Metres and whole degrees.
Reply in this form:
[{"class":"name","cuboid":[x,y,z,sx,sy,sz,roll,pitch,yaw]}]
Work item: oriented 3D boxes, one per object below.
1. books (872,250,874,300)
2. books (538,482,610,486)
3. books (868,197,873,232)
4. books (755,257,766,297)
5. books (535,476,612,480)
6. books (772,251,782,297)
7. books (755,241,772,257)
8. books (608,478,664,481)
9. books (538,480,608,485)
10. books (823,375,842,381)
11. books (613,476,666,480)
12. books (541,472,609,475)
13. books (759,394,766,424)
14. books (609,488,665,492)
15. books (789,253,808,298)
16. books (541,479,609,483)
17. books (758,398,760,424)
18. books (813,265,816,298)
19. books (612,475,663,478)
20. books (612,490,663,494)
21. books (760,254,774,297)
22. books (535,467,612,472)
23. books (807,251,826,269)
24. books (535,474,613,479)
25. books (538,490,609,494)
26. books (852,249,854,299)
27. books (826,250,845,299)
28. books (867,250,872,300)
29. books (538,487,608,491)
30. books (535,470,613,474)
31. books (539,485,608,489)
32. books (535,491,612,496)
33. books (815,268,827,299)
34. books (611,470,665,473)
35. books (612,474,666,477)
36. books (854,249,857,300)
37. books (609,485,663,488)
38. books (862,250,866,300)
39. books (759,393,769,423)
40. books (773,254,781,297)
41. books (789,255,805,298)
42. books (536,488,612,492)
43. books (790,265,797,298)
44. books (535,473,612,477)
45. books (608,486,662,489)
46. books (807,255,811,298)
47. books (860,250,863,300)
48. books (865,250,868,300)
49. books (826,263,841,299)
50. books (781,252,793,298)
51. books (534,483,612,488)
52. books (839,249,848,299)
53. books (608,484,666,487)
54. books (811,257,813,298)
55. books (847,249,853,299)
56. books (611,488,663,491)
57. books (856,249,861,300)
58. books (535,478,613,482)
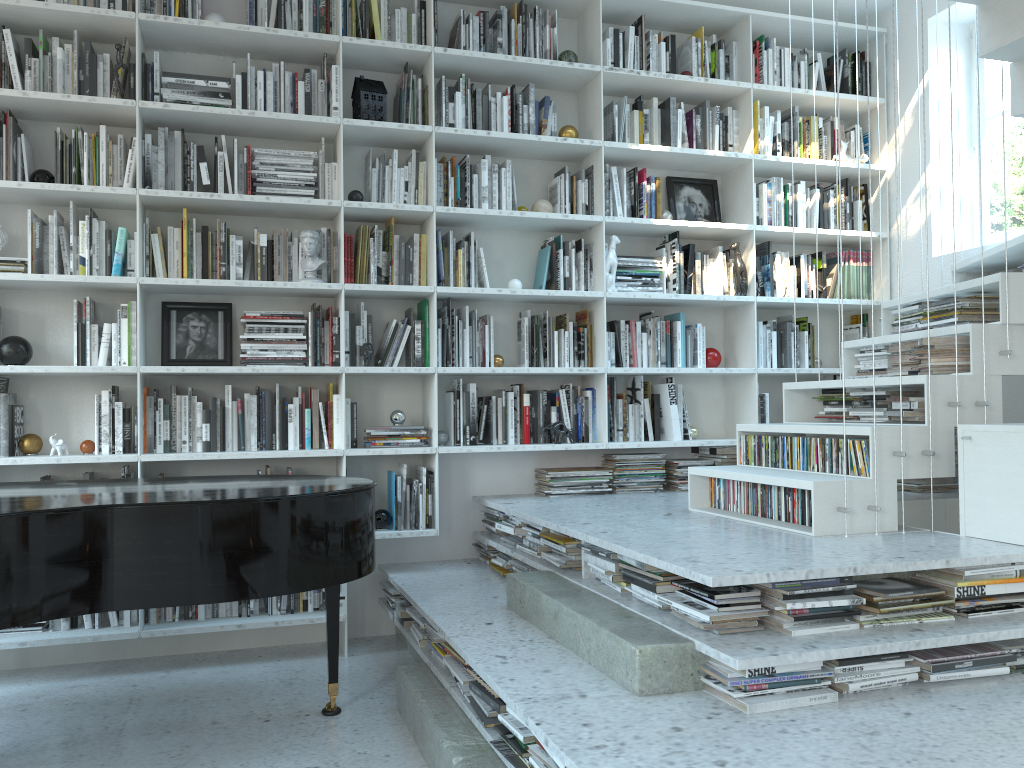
[{"class":"books","cuboid":[1.971,-0.592,4.996,0.018,0.293,0.169,0,-1,-18]},{"class":"books","cuboid":[0.307,0.496,4.449,0.308,0.008,0.195,0,-2,-23]},{"class":"books","cuboid":[1.969,-0.923,5.004,0.021,0.219,0.184,0,-1,-18]},{"class":"books","cuboid":[1.306,-0.561,4.807,0.066,0.236,0.144,0,-1,-18]},{"class":"books","cuboid":[0.307,0.467,4.458,0.345,0.007,0.193,0,-2,-16]},{"class":"books","cuboid":[1.410,-0.576,4.823,0.022,0.265,0.157,0,-1,-18]},{"class":"books","cuboid":[1.366,-0.604,4.818,0.012,0.322,0.141,0,-1,-18]},{"class":"books","cuboid":[0.626,0.486,4.554,0.254,0.007,0.161,0,-2,-22]},{"class":"books","cuboid":[0.303,0.489,4.462,0.308,0.008,0.195,0,-2,-18]},{"class":"books","cuboid":[1.762,0.119,4.838,0.010,0.336,0.185,0,-1,-18]},{"class":"books","cuboid":[0.626,0.479,4.553,0.285,0.007,0.159,0,-2,-22]},{"class":"books","cuboid":[0.307,0.444,4.458,0.308,0.008,0.195,0,-2,-16]},{"class":"books","cuboid":[1.281,0.171,4.674,0.014,0.233,0.183,0,-1,-18]},{"class":"books","cuboid":[0.622,0.541,4.561,0.285,0.007,0.159,0,-2,-18]},{"class":"books","cuboid":[1.557,-0.573,4.873,0.029,0.259,0.171,0,-1,-18]},{"class":"books","cuboid":[0.310,0.481,4.450,0.308,0.008,0.195,0,-2,-13]},{"class":"books","cuboid":[1.248,0.181,4.668,0.031,0.214,0.165,0,-1,-18]},{"class":"books","cuboid":[1.632,-0.547,4.911,0.014,0.207,0.138,0,-1,-18]},{"class":"books","cuboid":[0.624,0.472,4.560,0.254,0.007,0.161,0,-2,-17]},{"class":"books","cuboid":[0.625,0.548,4.554,0.254,0.007,0.161,0,-2,-15]},{"class":"books","cuboid":[1.356,-0.565,4.794,0.022,0.243,0.170,0,-1,-18]},{"class":"books","cuboid":[0.307,0.429,4.459,0.345,0.007,0.193,0,-2,-16]},{"class":"books","cuboid":[1.677,-0.583,4.913,0.026,0.277,0.170,0,-1,-18]},{"class":"books","cuboid":[0.310,0.459,4.450,0.345,0.007,0.193,0,-2,-23]},{"class":"books","cuboid":[0.306,0.534,4.450,0.308,0.008,0.195,0,-2,-22]},{"class":"books","cuboid":[1.850,-0.592,4.957,0.018,0.293,0.169,0,-1,-18]},{"class":"books","cuboid":[1.774,-0.589,4.933,0.072,0.291,0.169,0,-1,-18]},{"class":"books","cuboid":[1.957,-0.592,4.980,0.018,0.293,0.169,0,-1,-18]},{"class":"books","cuboid":[0.305,0.519,4.451,0.308,0.008,0.195,0,-2,-14]},{"class":"books","cuboid":[0.307,0.437,4.458,0.345,0.007,0.193,0,-2,-20]},{"class":"books","cuboid":[0.304,0.512,4.456,0.308,0.008,0.195,0,-2,-16]},{"class":"books","cuboid":[0.306,0.541,4.450,0.345,0.007,0.193,0,-2,-14]},{"class":"books","cuboid":[1.662,-0.535,4.878,0.024,0.181,0.191,0,-1,-18]},{"class":"books","cuboid":[0.623,0.445,4.563,0.285,0.007,0.159,0,-2,-18]},{"class":"books","cuboid":[0.627,0.465,4.551,0.285,0.007,0.159,0,-2,-23]},{"class":"books","cuboid":[1.867,-0.592,4.963,0.018,0.293,0.169,0,-1,-18]},{"class":"books","cuboid":[0.623,0.521,4.559,0.254,0.007,0.161,0,-2,-17]},{"class":"books","cuboid":[1.921,-0.592,4.974,0.018,0.293,0.169,0,-1,-18]},{"class":"books","cuboid":[1.301,0.168,4.683,0.030,0.238,0.151,0,-1,-18]},{"class":"books","cuboid":[1.391,-0.566,4.804,0.026,0.245,0.180,0,-1,-18]},{"class":"books","cuboid":[1.537,-0.567,4.856,0.022,0.247,0.181,0,-1,-18]},{"class":"books","cuboid":[0.306,0.526,4.447,0.345,0.007,0.193,0,-2,-13]},{"class":"books","cuboid":[1.489,-0.538,4.834,0.023,0.189,0.169,0,-1,-18]},{"class":"books","cuboid":[0.307,0.452,4.458,0.345,0.007,0.193,0,-2,-16]},{"class":"books","cuboid":[0.622,0.528,4.561,0.254,0.007,0.161,0,-2,-18]},{"class":"books","cuboid":[1.597,-0.570,4.894,0.012,0.254,0.161,0,-1,-18]},{"class":"books","cuboid":[1.902,-0.592,4.974,0.018,0.293,0.169,0,-1,-18]},{"class":"books","cuboid":[1.937,-0.592,4.985,0.018,0.293,0.169,0,-1,-18]},{"class":"books","cuboid":[1.736,-0.550,4.919,0.088,0.217,0.167,0,-1,-18]},{"class":"books","cuboid":[1.451,-0.574,4.823,0.056,0.261,0.176,0,-1,-18]},{"class":"books","cuboid":[0.305,0.504,4.456,0.345,0.007,0.193,0,-2,-20]},{"class":"books","cuboid":[1.810,-0.591,4.944,0.033,0.294,0.169,0,-1,-18]},{"class":"books","cuboid":[0.625,0.513,4.552,0.285,0.007,0.159,0,-2,-22]},{"class":"books","cuboid":[1.614,-0.568,4.903,0.025,0.248,0.134,0,-1,-18]},{"class":"books","cuboid":[1.837,-0.592,4.939,0.018,0.293,0.169,0,-1,-18]},{"class":"books","cuboid":[0.625,0.534,4.552,0.254,0.007,0.161,0,-2,-14]},{"class":"books","cuboid":[1.886,-0.592,4.964,0.018,0.293,0.169,0,-1,-18]},{"class":"books","cuboid":[0.308,0.474,4.455,0.345,0.007,0.193,0,-2,-21]}]
